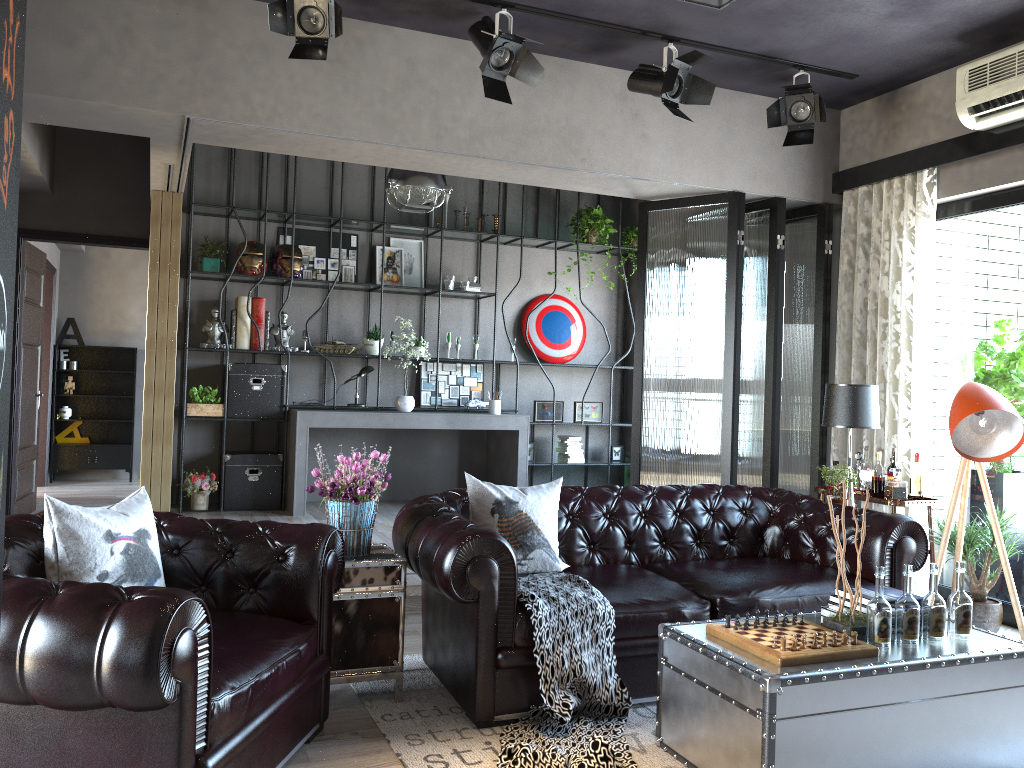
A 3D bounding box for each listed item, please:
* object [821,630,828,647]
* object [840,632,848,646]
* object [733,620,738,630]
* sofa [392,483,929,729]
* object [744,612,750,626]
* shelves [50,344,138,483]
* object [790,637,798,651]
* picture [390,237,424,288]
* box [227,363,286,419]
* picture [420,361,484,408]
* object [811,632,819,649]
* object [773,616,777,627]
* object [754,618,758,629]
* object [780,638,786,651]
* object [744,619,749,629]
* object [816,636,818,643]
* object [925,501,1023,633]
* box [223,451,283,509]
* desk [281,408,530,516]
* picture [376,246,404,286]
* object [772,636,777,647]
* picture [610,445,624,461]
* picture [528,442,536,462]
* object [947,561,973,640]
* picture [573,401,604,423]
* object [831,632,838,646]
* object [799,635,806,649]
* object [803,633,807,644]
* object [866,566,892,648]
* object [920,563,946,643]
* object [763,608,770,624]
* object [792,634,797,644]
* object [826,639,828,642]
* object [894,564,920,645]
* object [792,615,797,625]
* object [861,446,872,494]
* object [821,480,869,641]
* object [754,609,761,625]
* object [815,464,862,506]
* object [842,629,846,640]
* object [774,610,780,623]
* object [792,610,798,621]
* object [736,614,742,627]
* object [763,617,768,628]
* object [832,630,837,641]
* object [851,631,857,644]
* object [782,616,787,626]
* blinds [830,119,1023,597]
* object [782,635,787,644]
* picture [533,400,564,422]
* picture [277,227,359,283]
[{"bbox_3d":[1.083,0.879,3.070,0.025,0.058,0.025,2,-1,23],"label":"object"},{"bbox_3d":[1.163,0.889,3.102,0.026,0.044,0.026,2,-1,23],"label":"object"},{"bbox_3d":[0.820,0.881,3.247,0.017,0.037,0.017,3,-1,-41],"label":"object"},{"bbox_3d":[0.681,0.972,4.447,2.565,0.838,1.239,2,0,-23],"label":"sofa"},{"bbox_3d":[0.882,0.878,3.319,0.022,0.047,0.022,2,-1,23],"label":"object"},{"bbox_3d":[-5.179,0.369,11.011,0.911,1.678,0.353,2,-1,-22],"label":"shelves"},{"bbox_3d":[0.961,0.882,3.020,0.026,0.044,0.026,2,-1,23],"label":"object"},{"bbox_3d":[-1.022,-1.156,8.613,0.332,0.515,0.119,2,-1,-22],"label":"picture"},{"bbox_3d":[-2.285,0.055,7.880,0.488,0.481,0.374,2,-1,-22],"label":"box"},{"bbox_3d":[-0.589,0.007,8.782,0.665,0.447,0.051,2,-1,-22],"label":"picture"},{"bbox_3d":[1.043,0.879,3.052,0.025,0.055,0.024,2,-1,23],"label":"object"},{"bbox_3d":[0.983,0.887,3.314,0.017,0.037,0.017,2,-1,-16],"label":"object"},{"bbox_3d":[0.903,0.884,3.281,0.017,0.037,0.017,2,-1,-16],"label":"object"},{"bbox_3d":[0.919,0.883,3.004,0.019,0.040,0.019,2,-1,-18],"label":"object"},{"bbox_3d":[0.863,0.883,3.264,0.017,0.037,0.017,2,-1,-16],"label":"object"},{"bbox_3d":[1.065,0.890,3.110,0.017,0.037,0.017,2,-1,-29],"label":"object"},{"bbox_3d":[2.625,1.042,5.067,0.577,0.825,0.621,2,-1,17],"label":"object"},{"bbox_3d":[-2.311,0.840,7.867,0.488,0.481,0.374,2,-1,-22],"label":"box"},{"bbox_3d":[-0.994,0.699,8.229,2.129,0.886,0.845,2,-1,-22],"label":"desk"},{"bbox_3d":[-1.171,-1.111,8.506,0.267,0.414,0.101,2,-1,-22],"label":"picture"},{"bbox_3d":[0.903,0.884,3.046,0.017,0.037,0.017,2,-1,-29],"label":"object"},{"bbox_3d":[1.094,0.723,9.233,0.137,0.165,0.032,2,-1,-22],"label":"picture"},{"bbox_3d":[0.147,0.677,8.827,0.172,0.190,0.036,2,-1,-22],"label":"picture"},{"bbox_3d":[1.709,0.824,3.382,0.088,0.290,0.084,2,-1,-17],"label":"object"},{"bbox_3d":[0.773,0.285,8.971,0.313,0.212,0.048,2,-1,-22],"label":"picture"},{"bbox_3d":[1.123,0.886,3.086,0.022,0.047,0.022,2,-1,10],"label":"object"},{"bbox_3d":[0.996,0.882,3.036,0.022,0.047,0.022,2,-1,10],"label":"object"},{"bbox_3d":[1.022,0.888,3.094,0.017,0.037,0.017,2,-1,-29],"label":"object"},{"bbox_3d":[1.338,0.811,3.231,0.088,0.290,0.084,2,-1,-17],"label":"object"},{"bbox_3d":[1.584,0.820,3.331,0.088,0.290,0.084,2,-1,-17],"label":"object"},{"bbox_3d":[0.963,0.875,3.354,0.025,0.058,0.025,2,-1,-29],"label":"object"},{"bbox_3d":[0.981,0.887,3.078,0.017,0.037,0.017,2,-1,-29],"label":"object"},{"bbox_3d":[1.105,0.891,3.126,0.017,0.037,0.017,2,-1,-29],"label":"object"},{"bbox_3d":[1.463,0.815,3.281,0.088,0.290,0.084,2,-1,-17],"label":"object"},{"bbox_3d":[1.066,0.889,3.344,0.017,0.037,0.017,2,-1,-16],"label":"object"},{"bbox_3d":[2.409,0.582,6.030,0.073,0.320,0.073,2,-1,-31],"label":"object"},{"bbox_3d":[1.287,0.659,3.371,0.156,0.583,0.185,2,-1,-22],"label":"object"},{"bbox_3d":[0.924,0.875,3.337,0.025,0.055,0.024,2,-1,23],"label":"object"},{"bbox_3d":[1.931,0.650,5.260,0.270,0.363,0.297,2,-1,23],"label":"object"},{"bbox_3d":[1.185,0.894,3.161,0.017,0.037,0.017,2,-1,-29],"label":"object"},{"bbox_3d":[1.006,0.882,3.370,0.022,0.047,0.022,2,-1,23],"label":"object"},{"bbox_3d":[1.087,0.889,3.405,0.019,0.040,0.019,1,-1,42],"label":"object"},{"bbox_3d":[0.843,0.879,3.302,0.026,0.044,0.026,2,-1,23],"label":"object"},{"bbox_3d":[0.943,0.885,3.297,0.017,0.037,0.017,2,-1,-16],"label":"object"},{"bbox_3d":[1.142,0.892,3.143,0.017,0.037,0.017,2,-1,-29],"label":"object"},{"bbox_3d":[1.204,0.892,3.119,0.019,0.040,0.019,2,-1,-18],"label":"object"},{"bbox_3d":[1.023,0.888,3.327,0.017,0.037,0.017,2,-1,-16],"label":"object"},{"bbox_3d":[3.038,-0.042,4.968,0.200,2.975,3.410,2,-1,-22],"label":"blinds"},{"bbox_3d":[0.940,0.885,3.063,0.017,0.037,0.017,2,-1,-29],"label":"object"},{"bbox_3d":[0.365,0.273,8.805,0.313,0.212,0.049,2,-1,-22],"label":"picture"},{"bbox_3d":[-1.815,-1.192,8.323,0.749,0.503,0.058,2,-1,-22],"label":"picture"}]
